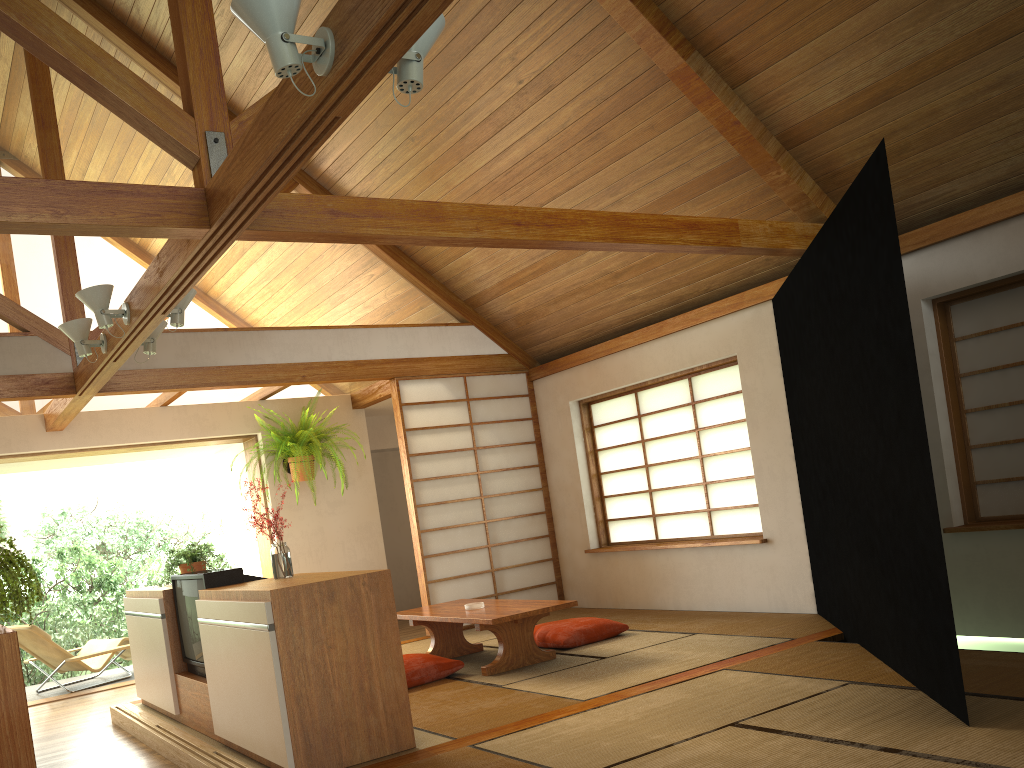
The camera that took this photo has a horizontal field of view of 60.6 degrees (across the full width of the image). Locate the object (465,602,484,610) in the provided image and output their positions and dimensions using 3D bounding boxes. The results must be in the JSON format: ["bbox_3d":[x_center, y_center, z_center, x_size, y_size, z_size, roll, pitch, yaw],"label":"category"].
[{"bbox_3d":[-0.228,1.352,5.332,0.128,0.030,0.111,-13,-8,30],"label":"object"}]

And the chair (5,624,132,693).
[{"bbox_3d":[-3.761,2.324,7.679,0.863,0.625,1.155,-11,-7,31],"label":"chair"}]

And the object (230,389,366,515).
[{"bbox_3d":[-1.815,0.606,7.752,1.182,1.123,1.143,-5,-5,-40],"label":"object"}]

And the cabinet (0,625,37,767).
[{"bbox_3d":[-2.689,1.287,2.161,2.597,0.877,0.904,-4,-6,-31],"label":"cabinet"}]

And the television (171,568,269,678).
[{"bbox_3d":[-1.458,1.240,4.637,0.457,0.537,0.691,-6,-5,-34],"label":"television"}]

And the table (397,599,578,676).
[{"bbox_3d":[-0.201,1.537,5.358,0.560,0.335,1.298,-4,-8,-34],"label":"table"}]

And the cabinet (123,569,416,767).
[{"bbox_3d":[-1.458,1.414,4.622,0.518,0.735,2.860,-7,-7,-35],"label":"cabinet"}]

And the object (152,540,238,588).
[{"bbox_3d":[-2.064,1.186,5.575,0.521,0.375,0.551,-10,-6,17],"label":"object"}]

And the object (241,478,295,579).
[{"bbox_3d":[-1.142,0.676,4.133,0.223,0.498,0.241,-8,-2,-27],"label":"object"}]

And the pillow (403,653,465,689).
[{"bbox_3d":[-0.650,1.667,5.110,0.516,0.148,0.609,-3,-9,-39],"label":"pillow"}]

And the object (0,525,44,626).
[{"bbox_3d":[-1.690,0.608,2.704,0.443,0.349,0.510,-8,-5,-9],"label":"object"}]

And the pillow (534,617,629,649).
[{"bbox_3d":[0.361,1.609,5.697,0.518,0.131,0.606,-3,-9,-34],"label":"pillow"}]
